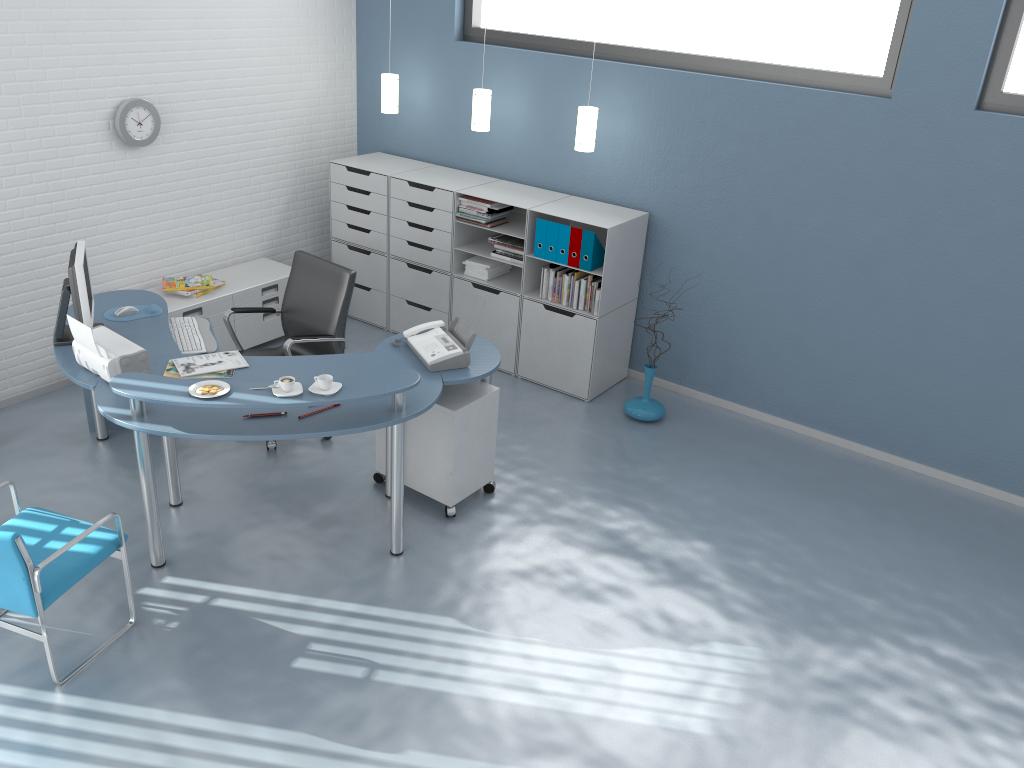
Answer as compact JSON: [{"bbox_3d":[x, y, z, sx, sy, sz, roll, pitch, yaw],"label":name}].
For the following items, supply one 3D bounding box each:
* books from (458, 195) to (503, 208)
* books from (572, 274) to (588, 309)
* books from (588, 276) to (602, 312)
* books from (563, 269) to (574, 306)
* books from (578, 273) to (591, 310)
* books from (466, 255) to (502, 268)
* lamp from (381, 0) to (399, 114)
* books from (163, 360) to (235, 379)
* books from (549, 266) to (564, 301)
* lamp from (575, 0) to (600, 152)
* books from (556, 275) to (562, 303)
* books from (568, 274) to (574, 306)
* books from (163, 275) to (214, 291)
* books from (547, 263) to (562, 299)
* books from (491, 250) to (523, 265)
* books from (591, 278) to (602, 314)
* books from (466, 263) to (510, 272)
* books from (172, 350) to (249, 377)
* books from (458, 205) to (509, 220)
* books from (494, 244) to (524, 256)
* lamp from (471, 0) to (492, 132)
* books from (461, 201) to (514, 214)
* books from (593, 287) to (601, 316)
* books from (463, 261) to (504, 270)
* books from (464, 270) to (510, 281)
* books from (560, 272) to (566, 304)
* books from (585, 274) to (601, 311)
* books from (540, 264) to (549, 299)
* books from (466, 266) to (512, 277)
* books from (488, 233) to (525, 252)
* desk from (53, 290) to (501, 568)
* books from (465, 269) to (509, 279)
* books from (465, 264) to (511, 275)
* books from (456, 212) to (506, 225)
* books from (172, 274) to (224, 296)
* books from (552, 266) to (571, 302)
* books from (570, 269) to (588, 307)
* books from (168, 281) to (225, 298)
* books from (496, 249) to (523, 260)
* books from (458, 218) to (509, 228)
[{"bbox_3d":[-0.184,-1.208,5.813,0.258,0.024,0.212,20,30,30],"label":"books"},{"bbox_3d":[0.440,-0.580,5.571,0.032,0.184,0.173,20,30,30],"label":"books"},{"bbox_3d":[0.526,-0.559,5.525,0.022,0.198,0.157,20,30,30],"label":"books"},{"bbox_3d":[0.383,-0.617,5.603,0.038,0.217,0.166,20,30,30],"label":"books"},{"bbox_3d":[0.474,-0.580,5.555,0.040,0.203,0.157,20,30,30],"label":"books"},{"bbox_3d":[-0.163,-0.845,6.020,0.190,0.015,0.270,17,29,25],"label":"books"},{"bbox_3d":[-0.804,-2.717,5.866,0.120,1.786,0.120,1,26,-7],"label":"lamp"},{"bbox_3d":[-1.417,-0.070,4.035,0.300,0.005,0.200,-1,26,-11],"label":"books"},{"bbox_3d":[0.291,-0.644,5.667,0.022,0.198,0.157,20,30,30],"label":"books"},{"bbox_3d":[0.503,-2.242,5.075,0.120,1.786,0.120,1,26,-7],"label":"lamp"},{"bbox_3d":[0.334,-0.617,5.646,0.021,0.172,0.157,20,30,30],"label":"books"},{"bbox_3d":[0.408,-0.605,5.596,0.017,0.203,0.155,20,30,30],"label":"books"},{"bbox_3d":[-2.068,-0.644,5.661,0.300,0.020,0.210,-6,27,-20],"label":"books"},{"bbox_3d":[0.276,-0.669,5.681,0.032,0.229,0.138,20,30,30],"label":"books"},{"bbox_3d":[0.029,-0.841,5.807,0.265,0.034,0.212,20,30,30],"label":"books"},{"bbox_3d":[0.548,-0.554,5.511,0.032,0.203,0.157,20,30,30],"label":"books"},{"bbox_3d":[-0.156,-0.818,6.033,0.190,0.015,0.270,21,31,32],"label":"books"},{"bbox_3d":[-1.389,-0.095,4.087,0.300,0.010,0.200,-11,29,-29],"label":"books"},{"bbox_3d":[-0.186,-1.145,5.841,0.265,0.044,0.212,20,30,30],"label":"books"},{"bbox_3d":[0.043,-0.893,5.784,0.251,0.034,0.197,20,30,30],"label":"books"},{"bbox_3d":[-0.150,-2.480,5.470,0.120,1.786,0.120,1,26,-7],"label":"lamp"},{"bbox_3d":[-0.163,-1.179,5.826,0.298,0.034,0.187,20,30,30],"label":"books"},{"bbox_3d":[0.566,-0.523,5.496,0.032,0.163,0.178,20,30,30],"label":"books"},{"bbox_3d":[-0.178,-0.832,6.025,0.190,0.015,0.270,20,30,30],"label":"books"},{"bbox_3d":[-0.169,-0.764,6.059,0.190,0.015,0.270,20,30,30],"label":"books"},{"bbox_3d":[0.360,-0.620,5.633,0.032,0.193,0.146,20,30,30],"label":"books"},{"bbox_3d":[0.510,-0.584,5.539,0.032,0.229,0.138,20,30,30],"label":"books"},{"bbox_3d":[0.240,-0.666,5.697,0.040,0.203,0.157,20,30,30],"label":"books"},{"bbox_3d":[-0.158,-0.790,6.044,0.190,0.015,0.270,21,30,31],"label":"books"},{"bbox_3d":[0.025,-0.928,5.765,0.283,0.041,0.224,20,30,30],"label":"books"},{"bbox_3d":[-1.269,0.176,4.265,2.282,0.900,1.402,8,26,8],"label":"desk"},{"bbox_3d":[-0.168,-0.778,6.052,0.190,0.015,0.270,18,29,27],"label":"books"},{"bbox_3d":[-0.161,-0.802,6.034,0.190,0.015,0.270,20,30,30],"label":"books"},{"bbox_3d":[-0.205,-1.110,5.856,0.240,0.034,0.234,20,30,30],"label":"books"},{"bbox_3d":[-2.041,-0.635,5.693,0.210,0.020,0.300,17,28,25],"label":"books"},{"bbox_3d":[0.314,-0.639,5.653,0.032,0.203,0.157,20,30,30],"label":"books"},{"bbox_3d":[0.425,-0.619,5.577,0.021,0.247,0.157,20,30,30],"label":"books"},{"bbox_3d":[-2.033,-0.628,5.727,0.210,0.020,0.300,12,27,16],"label":"books"},{"bbox_3d":[0.048,-0.861,5.784,0.224,0.023,0.212,20,30,30],"label":"books"},{"bbox_3d":[-0.190,-1.086,5.871,0.265,0.019,0.209,20,30,30],"label":"books"}]
